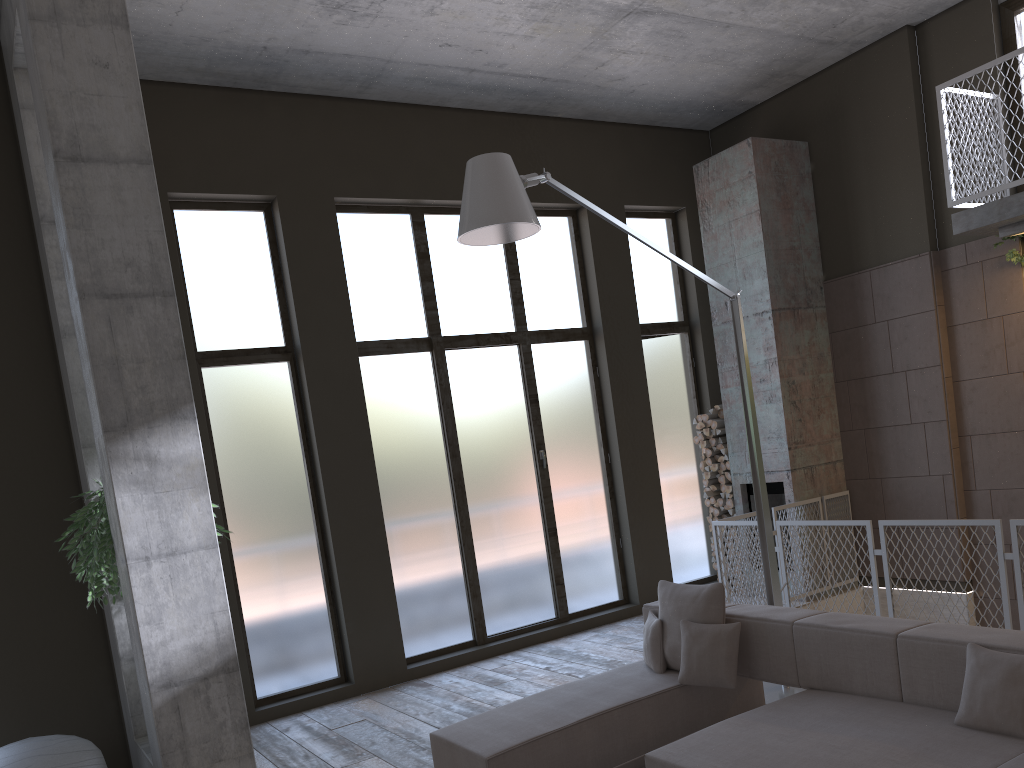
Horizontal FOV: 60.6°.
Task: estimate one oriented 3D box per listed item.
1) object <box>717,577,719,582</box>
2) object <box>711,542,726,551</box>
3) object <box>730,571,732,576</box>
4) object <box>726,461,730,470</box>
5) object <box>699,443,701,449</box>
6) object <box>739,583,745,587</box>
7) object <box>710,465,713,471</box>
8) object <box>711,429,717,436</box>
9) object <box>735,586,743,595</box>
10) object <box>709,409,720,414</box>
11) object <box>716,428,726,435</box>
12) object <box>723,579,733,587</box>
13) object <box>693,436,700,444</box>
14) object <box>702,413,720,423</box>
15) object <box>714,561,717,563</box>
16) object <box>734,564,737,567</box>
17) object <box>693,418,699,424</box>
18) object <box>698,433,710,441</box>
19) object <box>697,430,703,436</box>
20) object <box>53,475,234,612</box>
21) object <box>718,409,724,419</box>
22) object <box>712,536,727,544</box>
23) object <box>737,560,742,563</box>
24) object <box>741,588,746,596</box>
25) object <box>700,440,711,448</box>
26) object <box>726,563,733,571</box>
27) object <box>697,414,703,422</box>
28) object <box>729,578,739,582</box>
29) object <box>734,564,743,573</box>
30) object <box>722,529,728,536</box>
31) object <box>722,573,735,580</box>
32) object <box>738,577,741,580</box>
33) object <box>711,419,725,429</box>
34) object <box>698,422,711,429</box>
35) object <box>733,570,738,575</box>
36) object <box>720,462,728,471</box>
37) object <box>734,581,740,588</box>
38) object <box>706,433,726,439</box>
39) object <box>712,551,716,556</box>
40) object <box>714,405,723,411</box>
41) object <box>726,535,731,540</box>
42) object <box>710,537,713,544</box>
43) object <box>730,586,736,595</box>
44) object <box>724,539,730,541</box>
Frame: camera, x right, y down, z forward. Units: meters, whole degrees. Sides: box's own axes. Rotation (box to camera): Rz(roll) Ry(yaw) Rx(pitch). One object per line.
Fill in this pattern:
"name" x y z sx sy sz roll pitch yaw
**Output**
"object" 2.389 2.152 9.771 0.248 0.073 0.045 -6 1 -32
"object" 2.419 1.776 9.778 0.451 0.090 0.091 -6 -1 -30
"object" 2.533 2.049 9.694 0.355 0.075 0.065 -6 -1 -33
"object" 2.489 0.849 9.451 0.432 0.093 0.092 -6 -1 -32
"object" 2.234 0.654 9.685 0.418 0.068 0.068 -6 -1 -32
"object" 2.649 2.133 9.567 0.418 0.073 0.072 -6 -1 -32
"object" 2.352 0.903 9.655 0.418 0.068 0.068 -6 -1 -32
"object" 2.332 0.503 9.505 0.418 0.067 0.068 -6 -1 -32
"object" 2.643 2.236 9.633 0.450 0.090 0.091 -6 -1 -32
"object" 2.289 0.290 9.530 0.355 0.074 0.065 -6 -1 -33
"object" 2.375 0.491 9.436 0.418 0.068 0.067 -6 -1 -32
"object" 2.521 2.195 9.790 0.432 0.094 0.093 -6 -1 -32
"object" 2.199 0.598 9.717 0.433 0.093 0.092 -6 -1 -32
"object" 2.206 0.363 9.536 0.289 0.103 0.104 -6 -1 -32
"object" 2.436 1.939 9.828 0.421 0.086 0.067 -6 0 -29
"object" 2.597 1.954 9.609 0.419 0.072 0.067 -6 -1 -32
"object" 2.173 0.388 9.697 0.418 0.069 0.068 -6 -1 -32
"object" 2.237 0.561 9.638 0.450 0.090 0.091 -6 -1 -32
"object" 2.217 0.525 9.698 0.420 0.087 0.066 -6 0 -34
"object" -2.327 1.395 5.593 1.007 1.876 0.955 -7 3 24
"object" 2.376 0.316 9.508 0.291 0.108 0.100 -6 -1 -31
"object" 2.422 1.689 9.698 0.474 0.084 0.094 -6 -2 -32
"object" 2.534 1.897 9.470 0.248 0.048 0.063 -6 -2 -33
"object" 2.684 2.217 9.556 0.432 0.093 0.092 -6 -1 -32
"object" 2.271 0.634 9.619 0.474 0.084 0.094 -6 -2 -32
"object" 2.537 1.976 9.655 0.450 0.090 0.091 -6 -1 -33
"object" 2.228 0.362 9.657 0.450 0.091 0.091 -6 -1 -33
"object" 2.582 2.167 9.736 0.359 0.087 0.102 -6 -2 -32
"object" 2.541 1.973 9.483 0.289 0.103 0.101 -6 -1 -33
"object" 2.467 1.605 9.648 0.430 0.080 0.116 -6 -2 -32
"object" 2.457 2.099 9.724 0.291 0.108 0.099 -6 -1 -31
"object" 2.619 2.082 9.585 0.420 0.085 0.067 -6 0 -34
"object" 2.336 0.418 9.462 0.433 0.094 0.094 -6 -1 -32
"object" 2.228 0.433 9.605 0.430 0.080 0.114 -6 -2 -32
"object" 2.581 2.023 9.604 0.360 0.068 0.123 -6 -3 -30
"object" 2.448 0.869 9.527 0.450 0.090 0.091 -6 -1 -32
"object" 2.628 2.166 9.644 0.430 0.080 0.116 -6 -2 -32
"object" 2.315 0.550 9.569 0.430 0.080 0.116 -6 -2 -32
"object" 2.407 1.869 9.828 0.360 0.068 0.123 -6 -3 -33
"object" 2.338 0.242 9.488 0.329 0.056 0.088 -6 -3 -32
"object" 2.493 1.651 9.590 0.329 0.057 0.089 -6 -3 -31
"object" 2.386 1.709 9.765 0.418 0.068 0.068 -6 -1 -32
"object" 2.583 2.250 9.694 0.474 0.084 0.094 -6 -2 -32
"object" 2.488 1.696 9.659 0.356 0.075 0.065 -6 0 -30
